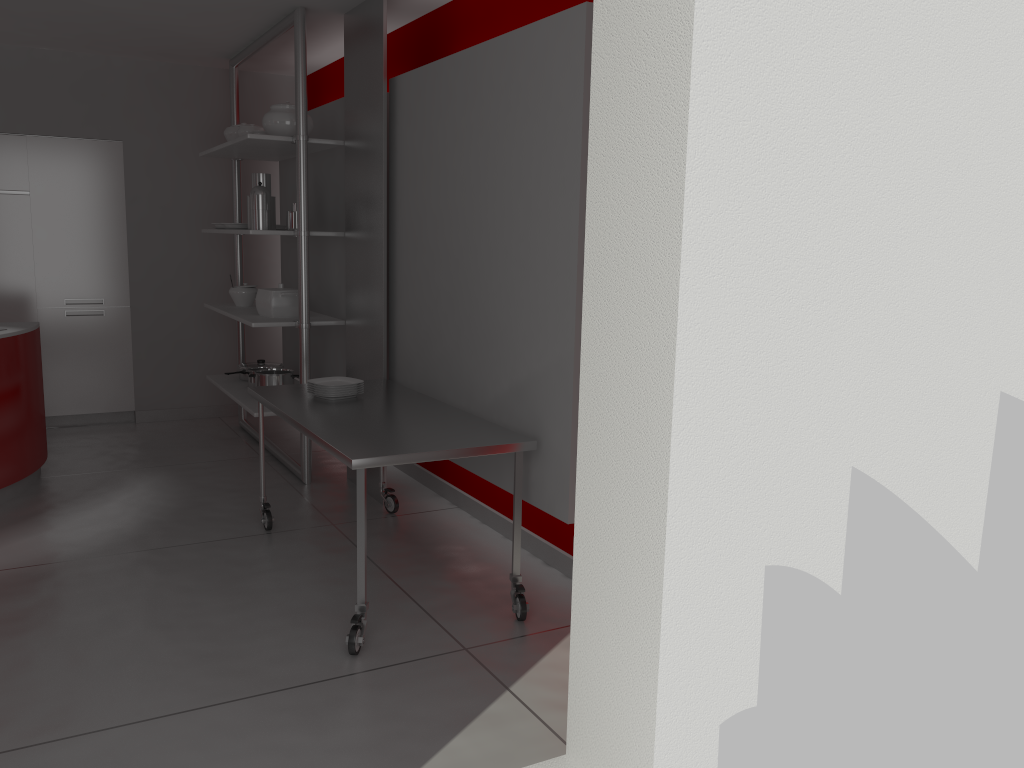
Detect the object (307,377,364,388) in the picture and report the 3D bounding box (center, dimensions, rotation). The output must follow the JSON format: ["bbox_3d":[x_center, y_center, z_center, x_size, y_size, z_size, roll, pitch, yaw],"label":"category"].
[{"bbox_3d":[-0.813,-0.004,4.086,0.228,0.020,0.228,10,13,42],"label":"object"}]

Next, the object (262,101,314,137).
[{"bbox_3d":[-1.291,-1.511,5.110,0.287,0.222,0.287,4,10,15],"label":"object"}]

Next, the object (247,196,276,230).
[{"bbox_3d":[-1.545,-1.052,5.465,0.172,0.205,0.184,-3,10,-23],"label":"object"}]

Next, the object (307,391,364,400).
[{"bbox_3d":[-0.815,0.046,4.095,0.228,0.020,0.228,10,13,42],"label":"object"}]

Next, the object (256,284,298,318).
[{"bbox_3d":[-1.393,-0.507,5.354,0.235,0.197,0.282,-6,12,-38],"label":"object"}]

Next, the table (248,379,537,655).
[{"bbox_3d":[-0.587,0.454,3.815,0.749,0.682,1.627,-4,11,-28],"label":"table"}]

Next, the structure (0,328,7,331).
[{"bbox_3d":[-2.896,-0.288,4.550,0.457,0.037,0.303,2,9,1],"label":"structure"}]

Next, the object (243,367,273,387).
[{"bbox_3d":[-1.645,-0.040,5.838,0.182,0.122,0.196,5,10,19],"label":"object"}]

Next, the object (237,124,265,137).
[{"bbox_3d":[-1.647,-1.572,5.637,0.192,0.153,0.192,-1,10,-15],"label":"object"}]

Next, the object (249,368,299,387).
[{"bbox_3d":[-1.471,0.001,5.498,0.240,0.161,0.259,10,13,43],"label":"object"}]

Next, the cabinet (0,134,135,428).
[{"bbox_3d":[-3.972,-0.688,6.119,2.398,2.026,0.614,-4,11,-29],"label":"cabinet"}]

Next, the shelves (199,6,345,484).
[{"bbox_3d":[-1.555,-0.839,5.625,0.535,2.599,1.735,-4,11,-29],"label":"shelves"}]

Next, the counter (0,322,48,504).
[{"bbox_3d":[-4.049,0.177,4.381,2.865,0.880,1.868,2,9,5],"label":"counter"}]

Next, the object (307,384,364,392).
[{"bbox_3d":[-0.814,0.016,4.090,0.228,0.020,0.228,10,13,42],"label":"object"}]

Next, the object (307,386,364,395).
[{"bbox_3d":[-0.814,0.026,4.091,0.228,0.020,0.228,10,13,42],"label":"object"}]

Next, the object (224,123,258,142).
[{"bbox_3d":[-1.795,-1.637,5.899,0.231,0.191,0.231,3,10,11],"label":"object"}]

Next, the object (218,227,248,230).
[{"bbox_3d":[-1.742,-0.995,5.691,0.280,0.015,0.280,1,9,0],"label":"object"}]

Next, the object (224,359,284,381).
[{"bbox_3d":[-1.795,-0.102,6.168,0.407,0.130,0.308,-2,10,-21],"label":"object"}]

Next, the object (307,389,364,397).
[{"bbox_3d":[-0.814,0.036,4.093,0.228,0.020,0.228,10,13,42],"label":"object"}]

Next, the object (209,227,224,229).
[{"bbox_3d":[-1.914,-1.054,6.026,0.280,0.015,0.280,3,9,8],"label":"object"}]

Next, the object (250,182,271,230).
[{"bbox_3d":[-1.443,-1.022,5.091,0.115,0.274,0.115,-5,12,-36],"label":"object"}]

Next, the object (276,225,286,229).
[{"bbox_3d":[-1.618,-1.048,5.948,0.244,0.042,0.244,-6,12,-37],"label":"object"}]

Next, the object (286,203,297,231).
[{"bbox_3d":[-1.236,-0.961,5.111,0.127,0.157,0.127,-2,10,-18],"label":"object"}]

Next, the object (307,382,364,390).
[{"bbox_3d":[-0.814,0.006,4.088,0.228,0.020,0.228,10,13,42],"label":"object"}]

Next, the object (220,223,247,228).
[{"bbox_3d":[-1.742,-1.009,5.688,0.244,0.042,0.244,-8,13,-44],"label":"object"}]

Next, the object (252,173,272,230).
[{"bbox_3d":[-1.484,-1.078,5.260,0.110,0.329,0.109,-4,11,-31],"label":"object"}]

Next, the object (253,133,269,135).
[{"bbox_3d":[-1.484,-1.496,5.395,0.200,0.030,0.200,-4,11,-29],"label":"object"}]

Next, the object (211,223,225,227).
[{"bbox_3d":[-1.914,-1.068,6.024,0.244,0.042,0.244,-8,13,-44],"label":"object"}]

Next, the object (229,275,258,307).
[{"bbox_3d":[-1.810,-0.631,5.983,0.192,0.214,0.192,-7,13,-42],"label":"object"}]

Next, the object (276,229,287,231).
[{"bbox_3d":[-1.618,-1.035,5.951,0.280,0.015,0.280,3,9,8],"label":"object"}]

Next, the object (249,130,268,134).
[{"bbox_3d":[-1.483,-1.512,5.392,0.200,0.030,0.200,-4,11,-29],"label":"object"}]
